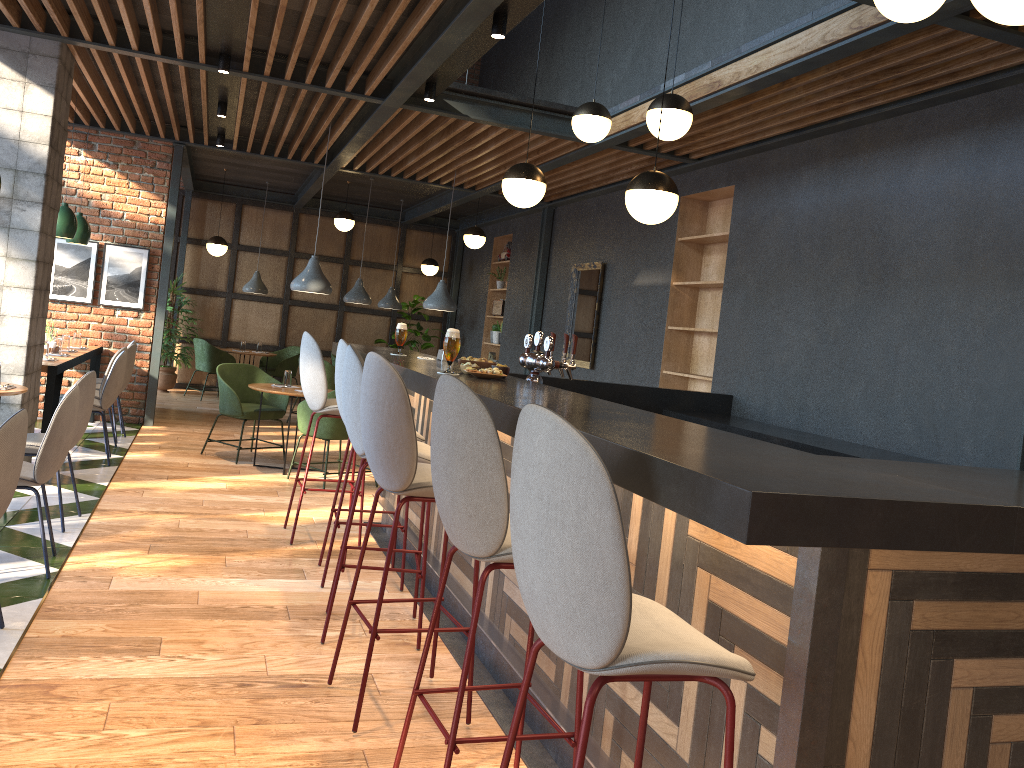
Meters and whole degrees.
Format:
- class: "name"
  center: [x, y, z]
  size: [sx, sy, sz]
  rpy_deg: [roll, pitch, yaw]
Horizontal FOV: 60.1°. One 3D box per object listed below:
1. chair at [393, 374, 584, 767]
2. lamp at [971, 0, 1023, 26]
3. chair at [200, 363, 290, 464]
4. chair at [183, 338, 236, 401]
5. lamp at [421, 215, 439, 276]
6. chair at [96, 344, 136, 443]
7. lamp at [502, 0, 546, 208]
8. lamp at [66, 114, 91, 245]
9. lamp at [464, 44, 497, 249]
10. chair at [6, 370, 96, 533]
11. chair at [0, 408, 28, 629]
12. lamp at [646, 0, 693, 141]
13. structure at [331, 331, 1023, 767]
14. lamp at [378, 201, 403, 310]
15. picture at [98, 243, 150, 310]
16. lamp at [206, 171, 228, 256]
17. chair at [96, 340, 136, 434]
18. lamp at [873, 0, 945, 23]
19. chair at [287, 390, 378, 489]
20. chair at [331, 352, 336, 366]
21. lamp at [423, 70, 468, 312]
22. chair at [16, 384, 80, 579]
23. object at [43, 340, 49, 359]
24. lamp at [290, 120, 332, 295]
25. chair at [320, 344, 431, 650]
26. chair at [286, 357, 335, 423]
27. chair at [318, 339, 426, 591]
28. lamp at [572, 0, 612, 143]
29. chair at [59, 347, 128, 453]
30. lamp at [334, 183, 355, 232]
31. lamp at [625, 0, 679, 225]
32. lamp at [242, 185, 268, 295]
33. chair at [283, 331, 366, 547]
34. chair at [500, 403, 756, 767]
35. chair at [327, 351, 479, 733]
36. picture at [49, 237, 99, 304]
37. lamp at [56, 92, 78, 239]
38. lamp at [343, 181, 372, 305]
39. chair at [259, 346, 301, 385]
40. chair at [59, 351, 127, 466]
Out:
- class: "chair"
  center: [-0.025, 0.610, 2.461]
  size: [0.507, 1.242, 0.419]
  rpy_deg: [6, 1, -21]
- class: "lamp"
  center: [1.497, -2.799, 2.224]
  size: [0.268, 3.792, 0.268]
  rpy_deg: [6, 1, -10]
- class: "chair"
  center: [-2.335, 0.251, 7.873]
  size: [0.516, 0.818, 0.637]
  rpy_deg: [7, 2, 36]
- class: "chair"
  center: [-4.113, -0.199, 12.184]
  size: [0.514, 0.818, 0.640]
  rpy_deg: [5, 2, -44]
- class: "lamp"
  center: [-1.044, -3.519, 13.386]
  size: [0.269, 3.792, 0.268]
  rpy_deg: [7, 1, 24]
- class: "chair"
  center: [-3.711, 0.052, 7.998]
  size: [0.507, 0.887, 0.419]
  rpy_deg: [6, 1, -12]
- class: "lamp"
  center: [0.271, -2.946, 5.322]
  size: [0.268, 3.792, 0.269]
  rpy_deg: [6, 1, -17]
- class: "lamp"
  center: [-4.043, -2.344, 8.451]
  size: [0.223, 2.021, 0.224]
  rpy_deg: [6, 1, -15]
- class: "lamp"
  center: [-0.250, -3.512, 10.663]
  size: [0.269, 3.792, 0.267]
  rpy_deg: [7, 1, 43]
- class: "chair"
  center: [-2.672, 0.342, 5.010]
  size: [0.507, 0.887, 0.419]
  rpy_deg: [6, 1, -13]
- class: "chair"
  center: [-2.079, 0.513, 3.202]
  size: [0.507, 0.887, 0.419]
  rpy_deg: [6, 1, -18]
- class: "lamp"
  center: [1.117, -3.305, 5.149]
  size: [0.269, 3.792, 0.267]
  rpy_deg: [7, 1, 35]
- class: "structure"
  center: [0.907, 0.549, 4.038]
  size: [2.912, 1.395, 4.934]
  rpy_deg: [6, 3, -19]
- class: "lamp"
  center: [-1.510, -3.315, 12.749]
  size: [0.353, 4.488, 0.352]
  rpy_deg: [7, 1, 16]
- class: "picture"
  center: [-3.947, -1.092, 9.014]
  size: [0.429, 0.631, 0.015]
  rpy_deg: [6, 1, -19]
- class: "lamp"
  center: [-3.707, -3.575, 11.717]
  size: [0.269, 3.792, 0.268]
  rpy_deg: [7, 1, 24]
- class: "chair"
  center: [-3.923, -0.001, 8.503]
  size: [0.507, 0.887, 0.419]
  rpy_deg: [6, 1, -23]
- class: "lamp"
  center: [1.658, -3.211, 3.219]
  size: [0.268, 3.792, 0.269]
  rpy_deg: [6, 1, -13]
- class: "chair"
  center: [-1.414, 0.396, 7.166]
  size: [0.516, 0.818, 0.637]
  rpy_deg: [8, 2, 41]
- class: "chair"
  center: [-2.378, -0.044, 12.912]
  size: [0.515, 0.818, 0.638]
  rpy_deg: [7, 2, 13]
- class: "lamp"
  center: [-0.502, -2.996, 9.185]
  size: [0.353, 4.488, 0.352]
  rpy_deg: [7, 1, 16]
- class: "chair"
  center: [-2.360, 0.425, 4.176]
  size: [0.507, 0.887, 0.419]
  rpy_deg: [6, 1, -23]
- class: "object"
  center: [-3.588, -0.264, 6.786]
  size: [0.080, 0.138, 0.080]
  rpy_deg: [7, 1, 4]
- class: "lamp"
  center: [-1.467, -3.012, 7.558]
  size: [0.353, 4.488, 0.352]
  rpy_deg: [7, 1, 16]
- class: "chair"
  center: [-0.543, 0.469, 3.897]
  size: [0.507, 1.242, 0.419]
  rpy_deg: [6, 1, -8]
- class: "chair"
  center: [-2.302, 0.092, 10.702]
  size: [0.640, 0.818, 0.514]
  rpy_deg: [7, 2, 26]
- class: "chair"
  center: [-0.727, 0.404, 4.660]
  size: [0.507, 1.242, 0.419]
  rpy_deg: [6, 1, -13]
- class: "lamp"
  center: [0.736, -3.517, 5.970]
  size: [0.268, 3.792, 0.269]
  rpy_deg: [6, 1, -13]
- class: "chair"
  center: [-3.549, 0.102, 7.448]
  size: [0.507, 0.887, 0.419]
  rpy_deg: [6, 1, -13]
- class: "lamp"
  center: [-1.995, -3.882, 11.582]
  size: [0.267, 3.792, 0.269]
  rpy_deg: [6, 1, -40]
- class: "lamp"
  center: [0.905, -2.691, 4.460]
  size: [0.268, 3.792, 0.269]
  rpy_deg: [6, 1, -28]
- class: "lamp"
  center: [-3.375, -3.512, 12.489]
  size: [0.353, 4.488, 0.352]
  rpy_deg: [7, 1, 16]
- class: "chair"
  center: [-1.089, 0.320, 5.410]
  size: [0.507, 1.242, 0.419]
  rpy_deg: [6, 1, -19]
- class: "chair"
  center: [0.196, 0.676, 1.763]
  size: [0.507, 1.242, 0.419]
  rpy_deg: [6, 1, -20]
- class: "chair"
  center: [-0.337, 0.524, 3.161]
  size: [0.506, 1.242, 0.419]
  rpy_deg: [6, 1, -23]
- class: "picture"
  center: [-4.399, -1.135, 8.859]
  size: [0.429, 0.631, 0.015]
  rpy_deg: [6, 1, -19]
- class: "lamp"
  center: [-3.758, -2.263, 7.607]
  size: [0.223, 2.021, 0.224]
  rpy_deg: [6, 1, -15]
- class: "lamp"
  center: [-1.688, -3.240, 11.090]
  size: [0.353, 4.488, 0.352]
  rpy_deg: [7, 1, 16]
- class: "chair"
  center: [-3.387, -0.159, 12.913]
  size: [0.514, 0.818, 0.640]
  rpy_deg: [5, 2, -44]
- class: "chair"
  center: [-3.326, 0.158, 6.918]
  size: [0.507, 0.887, 0.419]
  rpy_deg: [6, 1, -23]
